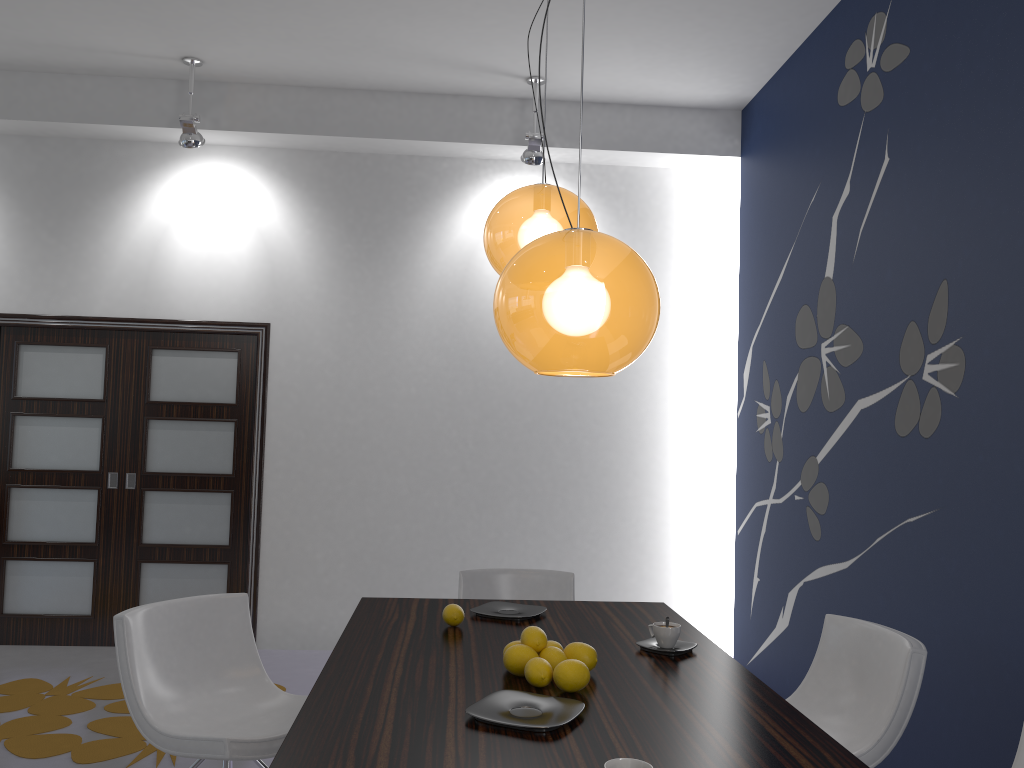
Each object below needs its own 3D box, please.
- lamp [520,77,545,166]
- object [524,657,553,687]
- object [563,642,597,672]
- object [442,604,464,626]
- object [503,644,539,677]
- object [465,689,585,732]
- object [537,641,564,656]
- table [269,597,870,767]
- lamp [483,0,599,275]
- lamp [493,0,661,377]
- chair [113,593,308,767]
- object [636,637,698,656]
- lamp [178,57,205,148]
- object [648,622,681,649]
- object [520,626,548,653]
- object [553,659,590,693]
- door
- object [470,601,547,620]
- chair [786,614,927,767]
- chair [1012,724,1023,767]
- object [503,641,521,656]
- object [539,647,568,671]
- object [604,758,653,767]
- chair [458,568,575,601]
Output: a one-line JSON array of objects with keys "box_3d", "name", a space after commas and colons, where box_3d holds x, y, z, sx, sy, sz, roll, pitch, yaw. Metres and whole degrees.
[{"box_3d": [0.134, -1.550, 5.285, 0.150, 0.511, 0.185, 2, -3, -4], "name": "lamp"}, {"box_3d": [0.065, 0.704, 2.162, 0.070, 0.068, 0.083, 2, -3, 0], "name": "object"}, {"box_3d": [0.177, 0.711, 2.303, 0.094, 0.077, 0.079, -1, -4, 40], "name": "object"}, {"box_3d": [-0.186, 0.733, 2.812, 0.070, 0.068, 0.083, 2, -3, 0], "name": "object"}, {"box_3d": [0.024, 0.701, 2.249, 0.094, 0.080, 0.076, 2, -3, -2], "name": "object"}, {"box_3d": [0.030, 0.716, 1.940, 0.232, 0.020, 0.232, 0, -4, 25], "name": "object"}, {"box_3d": [0.100, 0.715, 2.345, 0.083, 0.068, 0.070, 4, -4, -35], "name": "object"}, {"box_3d": [0.067, 1.135, 2.250, 1.127, 0.783, 2.046, 2, -3, -4], "name": "table"}, {"box_3d": [0.110, -1.124, 2.784, 0.359, 1.645, 0.358, 1, -3, 7], "name": "lamp"}, {"box_3d": [0.163, -1.005, 1.958, 0.358, 1.974, 0.359, 2, -3, 1], "name": "lamp"}, {"box_3d": [-0.924, 1.128, 2.840, 0.620, 0.805, 0.508, 0, -4, 31], "name": "chair"}, {"box_3d": [0.449, 0.765, 2.581, 0.154, 0.020, 0.154, -1, -4, 41], "name": "object"}, {"box_3d": [-1.861, -1.616, 5.153, 0.150, 0.511, 0.185, 2, -3, -4], "name": "lamp"}, {"box_3d": [0.441, 0.734, 2.587, 0.101, 0.064, 0.081, 0, -3, 21], "name": "object"}, {"box_3d": [0.057, 0.666, 2.307, 0.070, 0.068, 0.083, 2, -3, 0], "name": "object"}, {"box_3d": [0.142, 0.700, 2.126, 0.094, 0.077, 0.079, 4, -4, -30], "name": "object"}, {"box_3d": [-2.465, 0.614, 5.670, 1.764, 2.061, 0.220, 2, -3, -4], "name": "door"}, {"box_3d": [-0.012, 0.777, 3.028, 0.232, 0.020, 0.232, 0, -4, 25], "name": "object"}, {"box_3d": [0.940, 1.181, 2.808, 0.620, 0.805, 0.508, 2, -3, -9], "name": "chair"}, {"box_3d": [1.010, 1.124, 1.772, 0.620, 0.805, 0.508, 2, -3, -4], "name": "chair"}, {"box_3d": [0.015, 0.712, 2.339, 0.083, 0.068, 0.070, 4, -4, -35], "name": "object"}, {"box_3d": [0.106, 0.709, 2.263, 0.069, 0.071, 0.081, 3, -4, -27], "name": "object"}, {"box_3d": [0.188, 0.661, 1.448, 0.081, 0.064, 0.101, 0, -4, 22], "name": "object"}, {"box_3d": [0.024, 1.201, 3.635, 0.508, 0.805, 0.620, 2, -3, -4], "name": "chair"}]
